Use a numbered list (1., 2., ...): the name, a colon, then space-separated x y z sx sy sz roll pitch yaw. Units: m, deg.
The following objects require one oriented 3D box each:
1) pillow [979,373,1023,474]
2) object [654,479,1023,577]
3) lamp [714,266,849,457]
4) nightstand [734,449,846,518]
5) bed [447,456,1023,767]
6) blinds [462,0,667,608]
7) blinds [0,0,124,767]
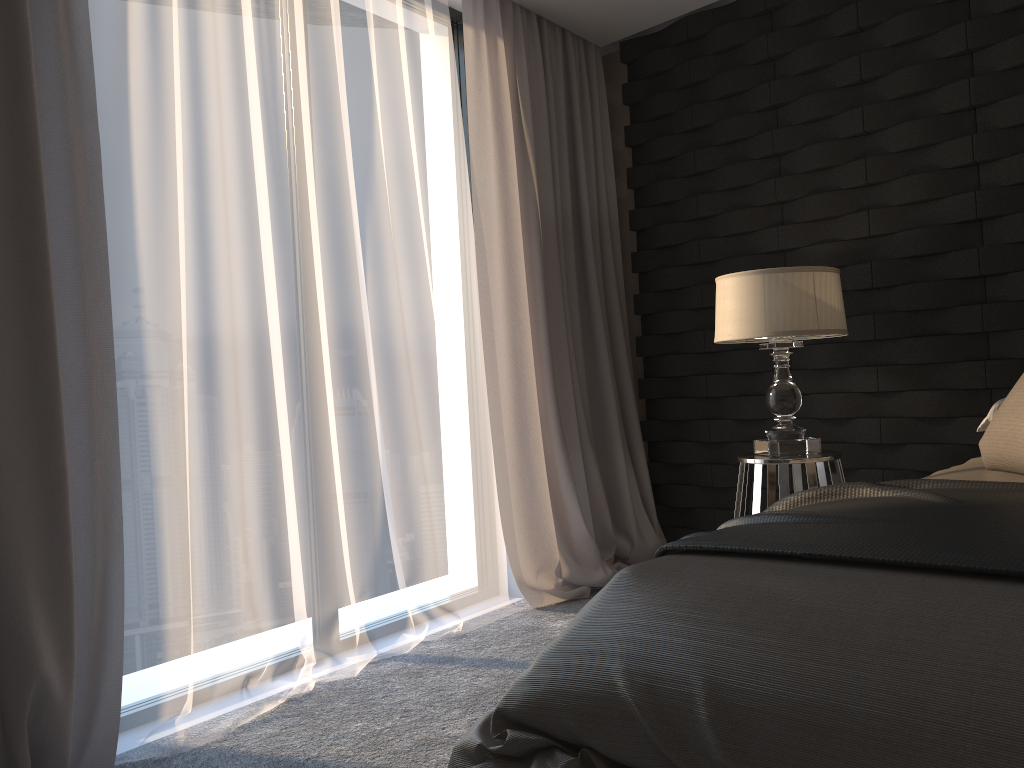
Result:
1. pillow: 1.665 -0.057 1.945 0.950 0.518 1.188 -3 0 -43
2. object: 1.076 0.354 1.290 1.938 0.322 0.654 -3 0 45
3. lamp: 0.951 -0.070 3.100 0.478 0.631 0.454 -3 0 -12
4. nightstand: 0.991 0.547 3.087 0.579 0.603 0.523 -3 0 -32
5. bed: 1.427 0.513 1.626 2.423 0.624 2.164 -3 0 -44
6. blinds: 0.271 -0.434 3.783 0.322 2.640 1.054 -3 0 37
7. blinds: -1.265 -0.345 1.701 0.339 2.641 1.107 -3 0 38
